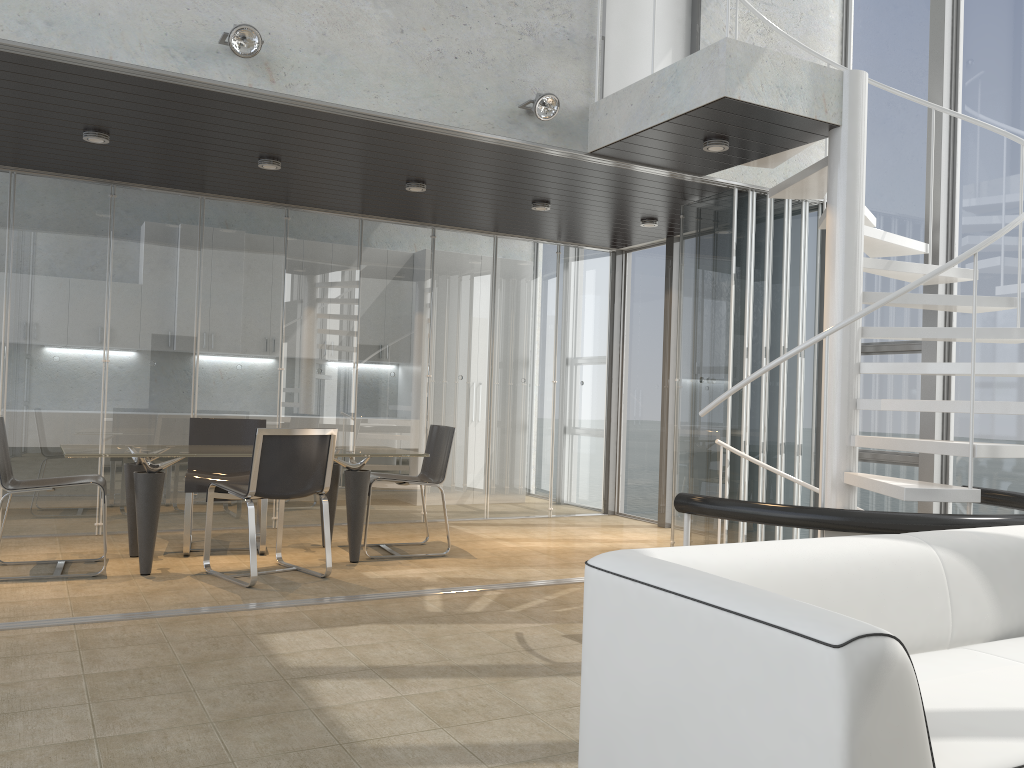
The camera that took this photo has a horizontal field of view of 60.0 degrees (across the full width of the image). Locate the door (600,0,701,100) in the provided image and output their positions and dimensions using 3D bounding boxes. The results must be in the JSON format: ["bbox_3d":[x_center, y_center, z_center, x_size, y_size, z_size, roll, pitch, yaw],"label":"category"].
[{"bbox_3d":[0.914,-2.785,5.878,0.800,2.100,0.100,3,-1,-29],"label":"door"}]

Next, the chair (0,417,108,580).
[{"bbox_3d":[-2.812,0.673,5.395,0.660,0.922,0.546,2,-1,-24],"label":"chair"}]

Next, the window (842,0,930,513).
[{"bbox_3d":[2.661,-1.517,6.310,0.050,5.700,0.800,3,-1,-29],"label":"window"}]

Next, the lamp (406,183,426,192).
[{"bbox_3d":[-0.709,-1.453,6.546,0.149,0.038,0.149,2,-1,-14],"label":"lamp"}]

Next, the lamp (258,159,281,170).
[{"bbox_3d":[-1.649,-1.494,6.035,0.149,0.038,0.149,2,-1,-14],"label":"lamp"}]

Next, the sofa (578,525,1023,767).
[{"bbox_3d":[1.531,0.831,2.704,2.601,0.638,0.971,3,-1,-29],"label":"sofa"}]

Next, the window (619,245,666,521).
[{"bbox_3d":[1.313,-0.016,8.697,0.010,2.646,0.742,3,-1,-29],"label":"window"}]

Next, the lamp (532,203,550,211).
[{"bbox_3d":[0.231,-1.412,7.058,0.149,0.038,0.149,2,-1,-14],"label":"lamp"}]

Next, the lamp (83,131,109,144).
[{"bbox_3d":[-2.589,-1.535,5.523,0.149,0.038,0.149,2,-1,-14],"label":"lamp"}]

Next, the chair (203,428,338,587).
[{"bbox_3d":[-1.487,0.719,5.465,0.546,0.922,0.660,3,-1,-44],"label":"chair"}]

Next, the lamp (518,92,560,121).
[{"bbox_3d":[0.169,-1.631,5.265,0.197,0.154,0.254,3,-1,-29],"label":"lamp"}]

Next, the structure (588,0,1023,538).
[{"bbox_3d":[-0.761,0.749,5.183,6.700,6.900,4.916,3,-1,-29],"label":"structure"}]

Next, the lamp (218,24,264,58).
[{"bbox_3d":[-1.351,-1.697,4.438,0.197,0.154,0.254,3,-1,-29],"label":"lamp"}]

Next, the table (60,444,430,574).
[{"bbox_3d":[-1.781,0.806,5.964,2.250,0.733,0.900,3,-1,-29],"label":"table"}]

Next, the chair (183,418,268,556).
[{"bbox_3d":[-2.041,0.717,6.345,0.546,0.922,0.660,2,-1,-19],"label":"chair"}]

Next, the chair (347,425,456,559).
[{"bbox_3d":[-0.805,0.761,6.481,0.660,0.922,0.546,2,-1,-24],"label":"chair"}]

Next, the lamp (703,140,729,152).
[{"bbox_3d":[1.210,-1.413,5.260,0.149,0.038,0.149,2,-1,-14],"label":"lamp"}]

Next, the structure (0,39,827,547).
[{"bbox_3d":[-0.660,-2.164,2.177,9.817,6.605,10.665,3,-1,-30],"label":"structure"}]

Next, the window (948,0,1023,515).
[{"bbox_3d":[3.111,-1.517,5.515,0.010,5.653,0.742,3,-1,-29],"label":"window"}]

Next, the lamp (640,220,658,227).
[{"bbox_3d":[1.171,-1.371,7.570,0.149,0.038,0.149,2,-1,-14],"label":"lamp"}]
